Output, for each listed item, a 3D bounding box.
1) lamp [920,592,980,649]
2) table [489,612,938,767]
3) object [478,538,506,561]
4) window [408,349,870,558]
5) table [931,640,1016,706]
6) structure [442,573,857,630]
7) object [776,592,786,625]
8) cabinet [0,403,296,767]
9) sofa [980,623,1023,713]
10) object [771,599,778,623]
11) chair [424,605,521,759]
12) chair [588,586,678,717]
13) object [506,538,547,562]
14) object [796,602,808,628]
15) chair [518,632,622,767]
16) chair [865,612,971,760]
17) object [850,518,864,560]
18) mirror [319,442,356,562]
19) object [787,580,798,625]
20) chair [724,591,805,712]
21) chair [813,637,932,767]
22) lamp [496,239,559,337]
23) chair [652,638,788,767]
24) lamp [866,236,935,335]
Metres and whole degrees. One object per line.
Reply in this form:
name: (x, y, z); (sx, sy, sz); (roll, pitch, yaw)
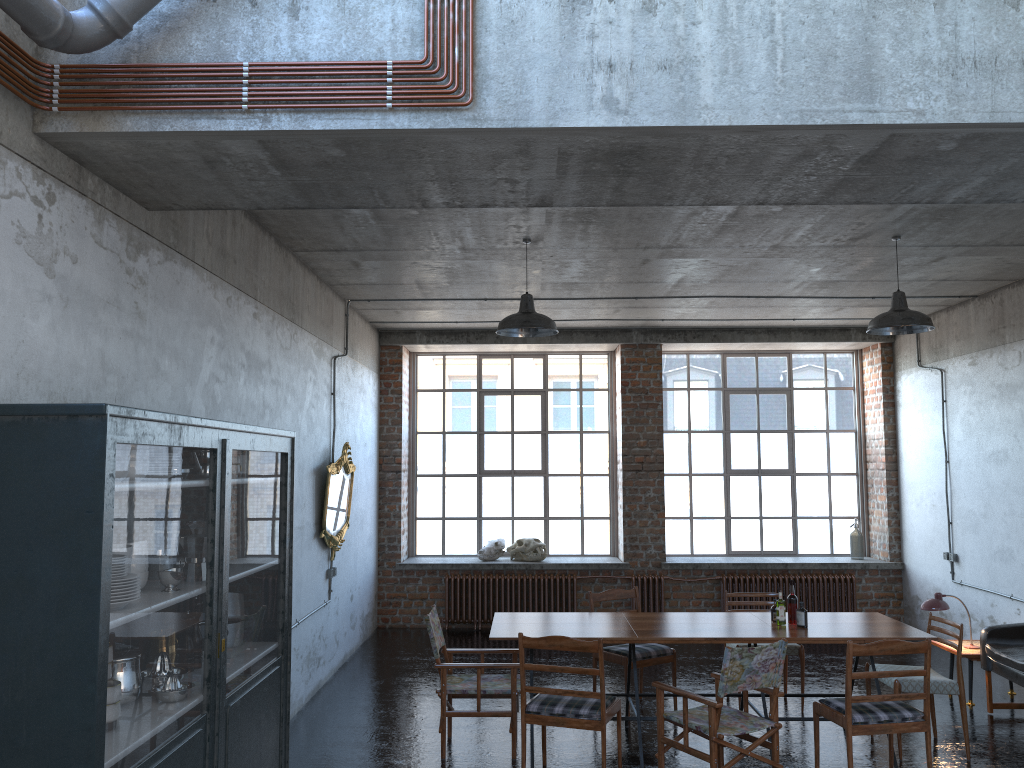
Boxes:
lamp: (3.928, 2.121, 7.976); (0.496, 0.492, 0.220); (0, -5, -7)
table: (1.407, 2.269, 6.655); (3.112, 0.917, 1.067); (0, -5, 1)
object: (-0.270, 2.228, 11.918); (0.281, 0.281, 0.575); (-3, -6, 27)
window: (6.000, 2.609, 12.506); (19.864, 12.900, 0.747); (0, -5, 1)
table: (4.290, 2.588, 7.943); (0.811, 0.458, 0.649); (0, -5, 1)
structure: (1.768, 2.799, 11.397); (5.349, 0.713, 0.232); (0, -5, 1)
object: (2.018, 1.685, 6.657); (0.070, 0.235, 0.041); (0, -5, 1)
cabinet: (-1.583, 1.317, 3.981); (0.572, 2.297, 2.386); (0, -5, 1)
sofa: (4.387, 2.125, 6.250); (0.929, 1.045, 2.610); (0, -5, 1)
object: (2.015, 1.731, 6.769); (0.077, 0.173, 0.077); (1, -5, -13)
chair: (-0.278, 2.219, 6.653); (0.713, 1.031, 0.574); (0, -5, 1)
chair: (1.046, 2.324, 7.691); (0.573, 1.028, 0.509); (3, -6, -34)
object: (0.177, 2.208, 11.848); (0.418, 0.305, 0.625); (2, -6, -25)
object: (2.146, 1.706, 6.565); (0.051, 0.180, 0.097); (3, -6, -27)
chair: (0.396, 2.163, 5.939); (0.573, 1.028, 0.509); (-2, -6, 20)
chair: (3.020, 2.233, 6.601); (0.577, 0.971, 0.589); (0, -5, 1)
object: (4.617, 2.072, 11.882); (0.172, 0.551, 0.172); (5, -7, -45)
mirror: (-1.716, 1.173, 8.878); (0.172, 1.182, 1.339); (0, -5, 1)
object: (2.119, 1.646, 6.699); (0.075, 0.324, 0.075); (-3, -6, 26)
chair: (2.204, 2.350, 7.830); (0.589, 0.971, 0.577); (0, -5, 1)
chair: (2.346, 2.143, 5.788); (0.573, 1.028, 0.509); (1, -5, -9)
lamp: (0.119, -0.849, 7.101); (0.502, 0.891, 0.502); (-1, -5, 5)
chair: (1.339, 2.122, 5.675); (0.574, 1.031, 0.713); (3, -6, -29)
lamp: (3.066, -0.864, 7.048); (0.502, 0.891, 0.502); (-1, -5, 5)
